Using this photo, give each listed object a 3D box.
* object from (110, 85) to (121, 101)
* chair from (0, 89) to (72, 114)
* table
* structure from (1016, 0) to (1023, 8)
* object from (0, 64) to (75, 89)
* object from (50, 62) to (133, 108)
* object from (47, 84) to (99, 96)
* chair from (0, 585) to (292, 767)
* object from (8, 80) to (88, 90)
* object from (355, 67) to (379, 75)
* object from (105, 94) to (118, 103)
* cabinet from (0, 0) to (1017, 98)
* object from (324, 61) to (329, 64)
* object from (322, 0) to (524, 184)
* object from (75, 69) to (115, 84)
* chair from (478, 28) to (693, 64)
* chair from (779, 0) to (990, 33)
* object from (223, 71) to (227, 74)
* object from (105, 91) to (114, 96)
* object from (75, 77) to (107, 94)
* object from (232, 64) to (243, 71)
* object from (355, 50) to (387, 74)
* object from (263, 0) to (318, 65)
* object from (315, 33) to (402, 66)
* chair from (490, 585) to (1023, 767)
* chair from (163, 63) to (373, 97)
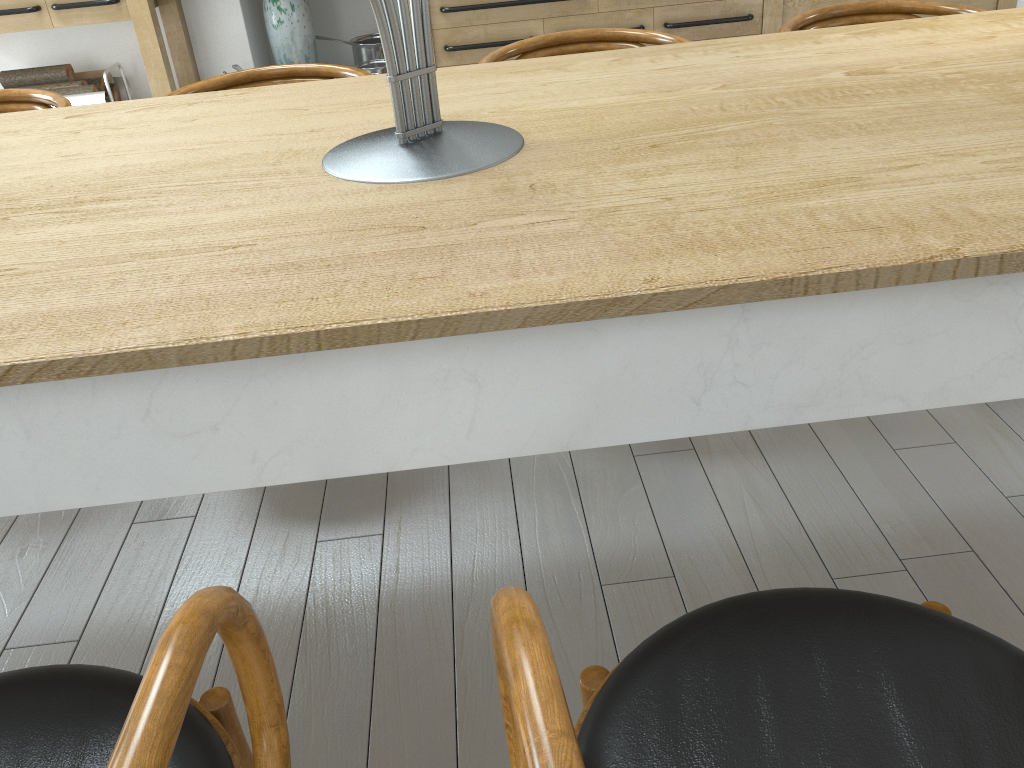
[{"bbox_3d":[-2.102,-1.352,4.221,0.437,0.091,0.093,-8,30,-4],"label":"object"},{"bbox_3d":[-1.237,-0.261,2.111,0.527,0.725,0.629,-7,30,-2],"label":"chair"},{"bbox_3d":[-0.186,0.035,1.375,3.349,0.789,1.031,-7,30,-2],"label":"table"},{"bbox_3d":[2.583,-1.934,4.212,0.724,0.812,0.606,-6,30,-2],"label":"structure"},{"bbox_3d":[-2.150,-1.384,4.024,0.292,0.101,0.105,-8,30,-4],"label":"object"},{"bbox_3d":[-2.062,-1.308,4.063,0.527,0.228,0.434,-8,31,-4],"label":"object"},{"bbox_3d":[-2.070,-1.260,3.945,0.437,0.092,0.093,-8,30,-4],"label":"object"},{"bbox_3d":[-0.433,0.514,0.680,0.527,0.725,0.629,-6,30,-1],"label":"chair"},{"bbox_3d":[-2.105,-1.310,4.003,0.362,0.085,0.102,-8,30,-4],"label":"object"},{"bbox_3d":[-0.654,-1.378,4.068,0.153,0.111,0.264,-7,31,-2],"label":"object"},{"bbox_3d":[-2.068,-1.260,4.078,0.479,0.082,0.094,-8,30,-4],"label":"object"},{"bbox_3d":[0.530,-1.770,4.302,6.428,1.009,1.017,-7,30,-2],"label":"cabinet"},{"bbox_3d":[-0.933,-1.474,4.272,0.264,0.052,0.513,-19,33,-21],"label":"object"},{"bbox_3d":[-0.091,-0.701,0.979,0.778,0.864,0.268,-21,33,-24],"label":"object"},{"bbox_3d":[-2.097,-1.415,4.155,0.422,0.072,0.072,-8,30,-4],"label":"object"},{"bbox_3d":[0.206,-0.426,2.152,0.527,0.725,0.629,-5,30,1],"label":"chair"},{"bbox_3d":[0.926,-0.503,2.163,0.527,0.725,0.629,-8,30,-4],"label":"chair"},{"bbox_3d":[-1.196,-1.348,4.012,0.190,0.150,0.052,-7,30,-2],"label":"object"},{"bbox_3d":[-2.096,-1.300,4.149,0.455,0.088,0.092,-8,30,-4],"label":"object"},{"bbox_3d":[-2.105,-1.352,4.099,0.435,0.078,0.116,-8,31,-4],"label":"object"},{"bbox_3d":[-1.171,-1.382,4.120,0.223,0.162,0.383,-12,31,-11],"label":"object"},{"bbox_3d":[-0.627,-1.512,4.273,0.182,0.132,0.312,6,33,19],"label":"object"},{"bbox_3d":[-1.089,-1.739,4.368,0.232,0.492,0.233,17,37,33],"label":"object"},{"bbox_3d":[-0.768,-1.723,4.593,0.456,0.195,0.271,13,35,28],"label":"object"},{"bbox_3d":[0.291,0.440,0.686,0.527,0.725,0.629,-9,30,-6],"label":"chair"},{"bbox_3d":[-0.512,-0.313,2.079,0.527,0.725,0.629,-8,30,-4],"label":"chair"}]
